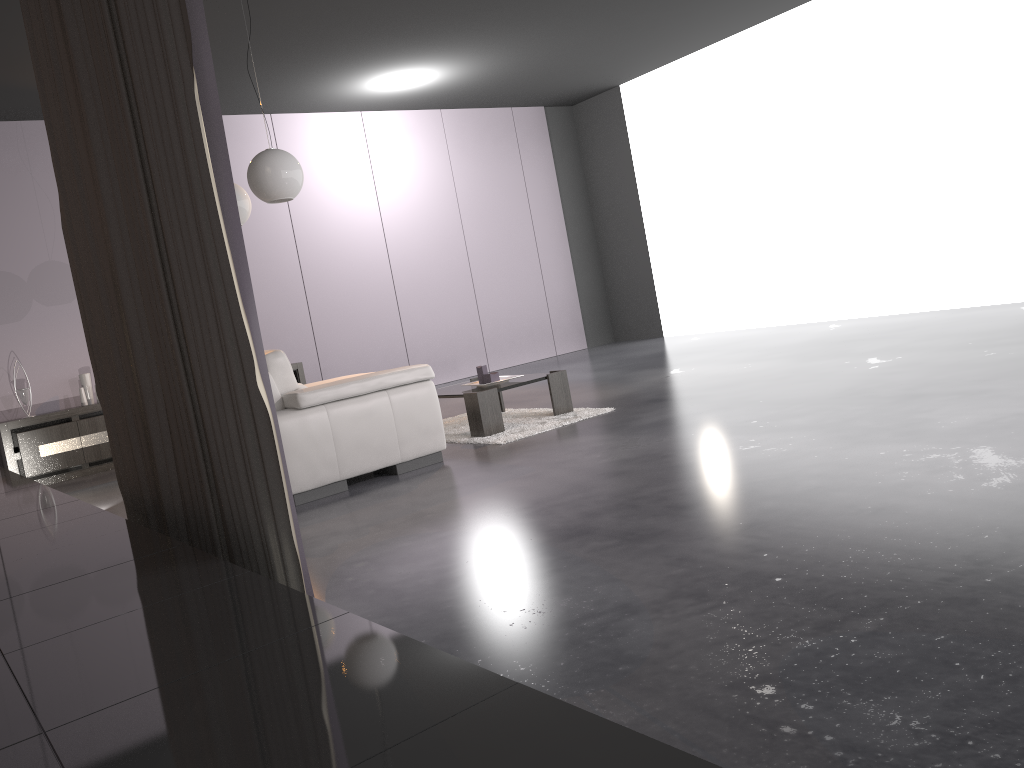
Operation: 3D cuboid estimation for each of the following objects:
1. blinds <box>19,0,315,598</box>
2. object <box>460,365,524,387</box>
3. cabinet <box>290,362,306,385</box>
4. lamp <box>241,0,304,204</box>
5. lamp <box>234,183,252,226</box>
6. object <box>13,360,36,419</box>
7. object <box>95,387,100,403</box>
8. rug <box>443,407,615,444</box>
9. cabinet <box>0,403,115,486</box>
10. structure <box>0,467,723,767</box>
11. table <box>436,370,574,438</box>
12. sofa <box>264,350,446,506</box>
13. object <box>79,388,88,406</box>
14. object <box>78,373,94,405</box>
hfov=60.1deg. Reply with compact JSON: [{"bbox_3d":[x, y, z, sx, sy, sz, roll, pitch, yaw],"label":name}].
[{"bbox_3d":[-1.106,-0.781,2.777,0.250,2.989,3.281,-12,5,-35],"label":"blinds"},{"bbox_3d":[-0.137,-0.067,5.700,0.306,0.136,0.304,-14,6,-31],"label":"object"},{"bbox_3d":[-2.445,0.180,8.156,1.078,0.553,0.376,-14,5,-36],"label":"cabinet"},{"bbox_3d":[-1.422,-1.715,4.912,0.306,1.411,0.309,-9,3,22],"label":"lamp"},{"bbox_3d":[-1.920,-1.691,5.605,0.308,1.411,0.306,-12,3,-32],"label":"lamp"},{"bbox_3d":[-3.925,0.038,7.104,0.124,0.464,0.107,-13,4,-35],"label":"object"},{"bbox_3d":[-3.461,0.081,7.416,0.051,0.152,0.051,-8,4,33],"label":"object"},{"bbox_3d":[-0.145,0.263,5.792,0.921,0.023,1.523,-14,7,-35],"label":"rug"},{"bbox_3d":[-3.591,0.475,7.310,1.078,0.553,0.376,-14,5,-36],"label":"cabinet"},{"bbox_3d":[-1.712,0.708,2.769,1.005,0.299,8.753,-14,7,-35],"label":"structure"},{"bbox_3d":[-0.171,0.126,5.802,0.704,0.270,0.903,-14,7,-35],"label":"table"},{"bbox_3d":[-1.241,0.029,5.874,1.878,0.856,2.856,-14,6,-35],"label":"sofa"},{"bbox_3d":[-3.557,0.106,7.345,0.051,0.152,0.051,-8,4,33],"label":"object"},{"bbox_3d":[-3.571,0.042,7.448,0.089,0.263,0.089,-10,3,16],"label":"object"}]
